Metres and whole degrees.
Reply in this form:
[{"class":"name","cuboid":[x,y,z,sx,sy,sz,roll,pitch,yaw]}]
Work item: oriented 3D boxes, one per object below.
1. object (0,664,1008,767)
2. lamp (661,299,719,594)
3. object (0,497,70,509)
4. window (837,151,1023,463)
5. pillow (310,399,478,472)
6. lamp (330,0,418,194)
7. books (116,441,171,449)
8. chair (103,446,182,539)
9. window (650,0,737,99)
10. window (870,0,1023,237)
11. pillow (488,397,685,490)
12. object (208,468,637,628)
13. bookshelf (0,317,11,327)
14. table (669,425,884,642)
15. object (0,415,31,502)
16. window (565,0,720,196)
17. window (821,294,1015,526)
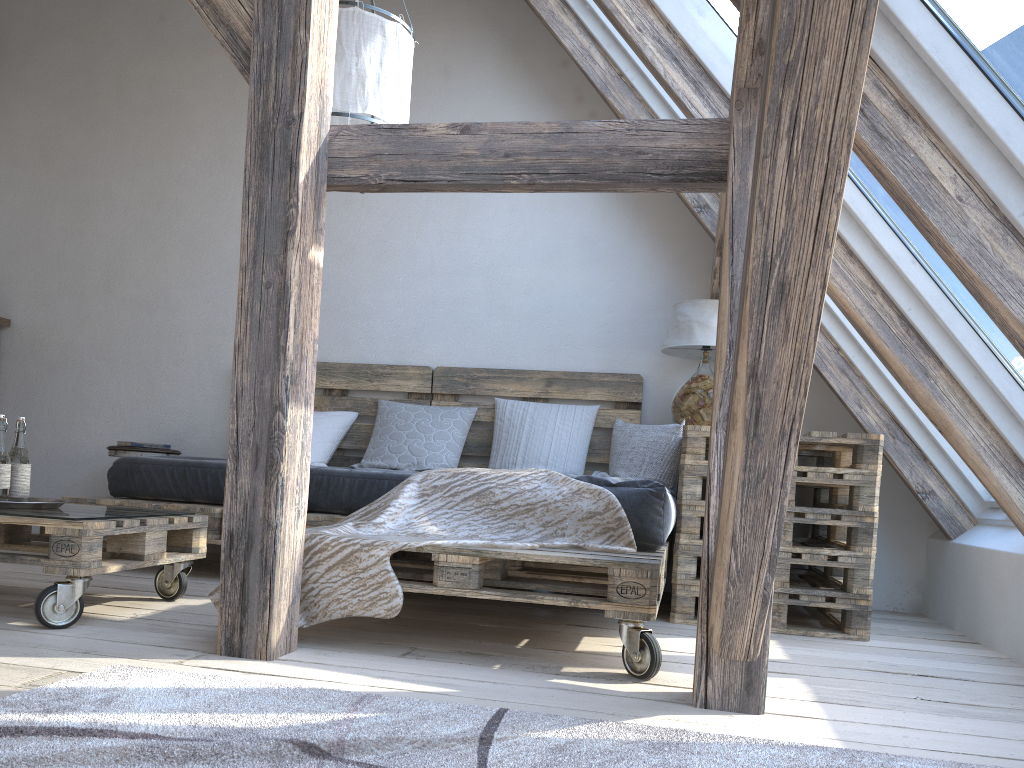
[{"class":"object","cuboid":[-0.115,0.433,0.146,2.184,0.056,3.211,2,-7,12]},{"class":"lamp","cuboid":[0.810,0.327,4.077,0.389,1.282,0.825,4,-1,-3]},{"class":"object","cuboid":[-1.532,0.349,2.612,0.394,0.021,0.398,0,-8,31]},{"class":"window","cuboid":[1.200,-0.268,2.273,1.094,1.274,0.859,3,-2,11]},{"class":"pillow","cuboid":[-0.756,0.229,4.161,1.128,0.354,0.353,3,-3,11]},{"class":"lamp","cuboid":[-0.519,-1.451,2.995,0.409,1.515,0.398,4,0,-37]},{"class":"books","cuboid":[-1.834,0.305,4.383,0.149,0.021,0.206,-2,-8,40]},{"class":"chair","cuboid":[-1.854,0.577,4.408,0.353,0.519,0.355,3,-2,15]},{"class":"window","cuboid":[0.347,-1.493,2.445,1.348,1.274,0.859,3,-2,11]},{"class":"window","cuboid":[1.020,-0.383,1.371,1.094,1.274,0.859,3,-2,11]},{"class":"pillow","cuboid":[0.327,0.263,3.977,0.965,0.398,0.389,1,-4,28]},{"class":"object","cuboid":[-0.205,0.448,2.429,0.809,0.472,1.017,0,-7,41]},{"class":"bookshelf","cuboid":[-3.091,0.128,4.026,0.347,1.170,1.635,4,-4,12]},{"class":"table","cuboid":[1.002,0.569,3.520,0.674,0.699,1.023,3,-4,12]},{"class":"object","cuboid":[-1.548,0.232,2.706,0.071,0.267,0.154,4,-1,12]},{"class":"window","cuboid":[0.482,-1.380,3.357,1.094,1.274,0.859,3,-2,11]},{"class":"window","cuboid":[1.380,-0.153,3.175,1.094,1.274,0.859,3,-2,11]}]
